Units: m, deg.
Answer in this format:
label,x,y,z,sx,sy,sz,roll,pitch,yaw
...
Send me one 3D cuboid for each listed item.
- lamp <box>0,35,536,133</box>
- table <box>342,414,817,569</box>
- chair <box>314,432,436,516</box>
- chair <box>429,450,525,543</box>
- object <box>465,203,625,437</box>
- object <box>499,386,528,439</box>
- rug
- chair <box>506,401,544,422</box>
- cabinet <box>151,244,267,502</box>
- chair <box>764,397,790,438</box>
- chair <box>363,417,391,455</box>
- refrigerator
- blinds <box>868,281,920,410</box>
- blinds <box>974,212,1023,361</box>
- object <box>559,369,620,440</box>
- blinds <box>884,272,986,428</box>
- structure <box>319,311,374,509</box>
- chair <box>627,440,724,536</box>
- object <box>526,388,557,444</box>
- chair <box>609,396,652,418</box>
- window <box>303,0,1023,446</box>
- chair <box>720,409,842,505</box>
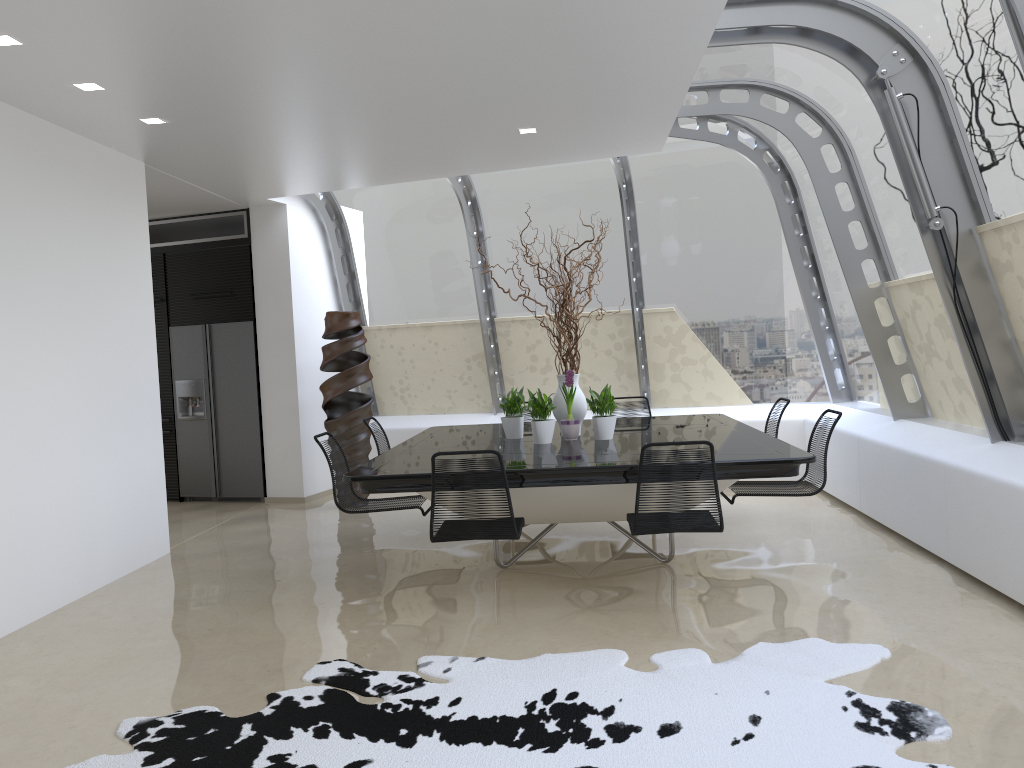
label,x,y,z,sx,sy,sz,roll,pitch,yaw
lamp,-5.020,-1.335,1.700,9.775,0.004,9.928,-3,2,5
table,0.450,0.748,6.111,2.494,0.759,3.031,-3,2,4
chair,-0.866,0.557,5.611,0.688,0.519,0.446,-3,2,4
chair,-0.185,0.561,4.550,0.446,0.519,0.688,-3,2,4
object,0.216,-0.398,6.124,1.031,1.549,1.135,-3,2,-4
object,0.014,0.199,6.281,0.215,0.369,0.284,-1,3,43
rug,-0.063,1.275,2.766,3.220,0.008,2.705,-3,2,4
chair,0.111,0.430,7.663,0.446,0.519,0.688,-3,2,4
cabinet,-3.434,-0.067,9.452,2.252,2.558,0.831,-2,2,19
chair,1.731,0.383,6.697,0.688,0.519,0.446,-3,2,4
chair,-0.775,0.505,6.882,0.688,0.519,0.446,-3,2,4
refrigerator,-2.941,0.265,8.996,1.006,1.742,0.234,-2,2,17
blinds,3.143,0.249,7.442,0.663,2.118,1.829,-3,2,4
blinds,2.688,-0.232,4.181,0.387,1.214,1.376,-3,2,4
object,0.537,0.135,5.940,0.417,0.476,0.238,-2,3,32
blinds,2.831,-0.202,5.719,0.329,1.027,1.430,-3,2,4
structure,-1.536,0.240,8.299,0.498,1.843,0.493,-2,2,15
chair,0.809,0.513,4.476,0.446,0.519,0.688,-3,2,4
object,0.190,0.207,5.834,0.215,0.369,0.284,-1,3,38
chair,1.033,0.385,7.595,0.446,0.519,0.688,-3,2,4
window,-4.574,0.038,3.659,16.693,3.674,16.171,-3,2,10
chair,1.640,0.435,5.425,0.688,0.519,0.446,-3,2,4
